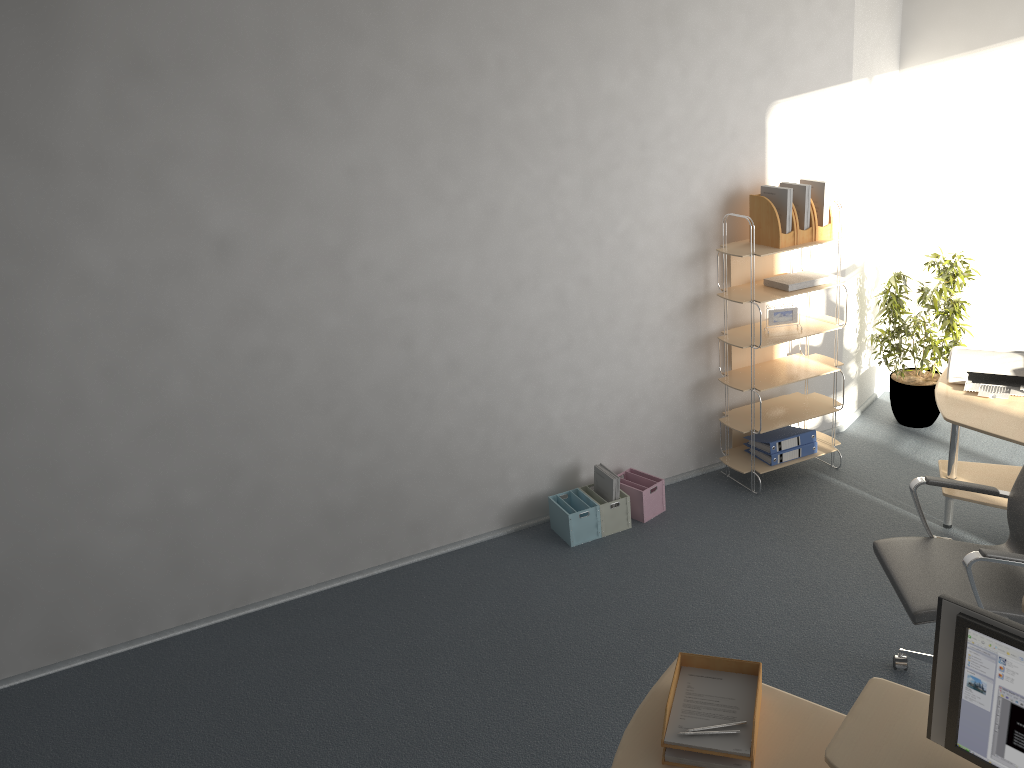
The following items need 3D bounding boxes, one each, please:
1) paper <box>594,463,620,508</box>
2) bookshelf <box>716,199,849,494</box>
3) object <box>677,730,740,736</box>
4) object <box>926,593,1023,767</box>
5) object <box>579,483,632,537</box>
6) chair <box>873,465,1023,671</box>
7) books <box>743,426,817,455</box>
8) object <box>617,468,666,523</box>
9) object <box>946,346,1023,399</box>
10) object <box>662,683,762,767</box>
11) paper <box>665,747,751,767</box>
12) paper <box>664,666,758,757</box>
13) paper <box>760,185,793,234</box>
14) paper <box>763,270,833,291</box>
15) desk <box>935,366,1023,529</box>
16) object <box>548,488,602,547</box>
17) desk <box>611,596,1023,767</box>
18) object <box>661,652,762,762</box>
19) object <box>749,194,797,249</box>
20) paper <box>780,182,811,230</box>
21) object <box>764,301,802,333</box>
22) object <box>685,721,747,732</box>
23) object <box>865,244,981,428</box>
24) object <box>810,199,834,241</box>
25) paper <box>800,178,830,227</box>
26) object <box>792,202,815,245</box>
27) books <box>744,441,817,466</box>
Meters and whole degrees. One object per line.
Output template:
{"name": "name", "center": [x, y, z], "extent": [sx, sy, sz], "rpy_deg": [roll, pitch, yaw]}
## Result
{"name": "paper", "center": [0.515, 0.613, 4.838], "extent": [0.068, 0.306, 0.220], "rpy_deg": [-14, 22, -20]}
{"name": "bookshelf", "center": [1.519, -0.211, 4.997], "extent": [0.724, 1.572, 0.381], "rpy_deg": [-13, 22, -20]}
{"name": "object", "center": [0.497, 0.883, 2.245], "extent": [0.159, 0.009, 0.008], "rpy_deg": [-4, 20, 5]}
{"name": "object", "center": [1.139, 0.682, 1.776], "extent": [0.245, 0.418, 0.516], "rpy_deg": [-16, 22, -25]}
{"name": "object", "center": [0.508, 0.682, 4.858], "extent": [0.185, 0.202, 0.245], "rpy_deg": [-14, 22, -20]}
{"name": "chair", "center": [1.727, 0.695, 3.243], "extent": [0.652, 1.048, 0.584], "rpy_deg": [-3, 20, 7]}
{"name": "books", "center": [1.561, 0.310, 5.181], "extent": [0.320, 0.100, 0.263], "rpy_deg": [-13, 21, -19]}
{"name": "object", "center": [0.702, 0.625, 4.960], "extent": [0.185, 0.202, 0.245], "rpy_deg": [-22, 26, -37]}
{"name": "object", "center": [2.334, -0.057, 4.264], "extent": [0.438, 0.162, 0.351], "rpy_deg": [7, 24, 31]}
{"name": "object", "center": [0.535, 0.891, 2.352], "extent": [0.225, 0.060, 0.309], "rpy_deg": [2, 22, 19]}
{"name": "paper", "center": [0.536, 0.903, 2.356], "extent": [0.210, 0.019, 0.297], "rpy_deg": [2, 22, 19]}
{"name": "paper", "center": [0.531, 0.855, 2.338], "extent": [0.210, 0.010, 0.297], "rpy_deg": [2, 22, 19]}
{"name": "paper", "center": [1.405, -0.898, 4.725], "extent": [0.045, 0.297, 0.213], "rpy_deg": [-14, 22, -22]}
{"name": "paper", "center": [1.576, -0.570, 4.890], "extent": [0.297, 0.046, 0.213], "rpy_deg": [-14, 22, -20]}
{"name": "desk", "center": [2.536, 0.121, 3.820], "extent": [1.469, 1.566, 0.967], "rpy_deg": [11, 26, 39]}
{"name": "object", "center": [0.339, 0.724, 4.794], "extent": [0.185, 0.202, 0.245], "rpy_deg": [-14, 22, -20]}
{"name": "desk", "center": [0.765, 1.030, 1.859], "extent": [1.469, 1.566, 0.967], "rpy_deg": [11, 26, 39]}
{"name": "object", "center": [0.530, 0.838, 2.333], "extent": [0.225, 0.060, 0.309], "rpy_deg": [2, 22, 19]}
{"name": "object", "center": [1.389, -0.875, 4.723], "extent": [0.113, 0.259, 0.243], "rpy_deg": [-14, 22, -22]}
{"name": "paper", "center": [1.518, -0.926, 4.769], "extent": [0.045, 0.297, 0.213], "rpy_deg": [-13, 22, -19]}
{"name": "object", "center": [1.502, -0.372, 4.912], "extent": [0.192, 0.161, 0.077], "rpy_deg": [-7, 20, -2]}
{"name": "object", "center": [0.520, 0.875, 2.262], "extent": [0.159, 0.009, 0.008], "rpy_deg": [-7, 20, -3]}
{"name": "object", "center": [2.569, -0.278, 5.513], "extent": [0.644, 1.147, 0.544], "rpy_deg": [-13, 21, -18]}
{"name": "object", "center": [1.617, -0.928, 4.804], "extent": [0.113, 0.259, 0.243], "rpy_deg": [-12, 21, -17]}
{"name": "paper", "center": [1.634, -0.951, 4.805], "extent": [0.045, 0.297, 0.213], "rpy_deg": [-12, 21, -17]}
{"name": "object", "center": [1.501, -0.903, 4.768], "extent": [0.113, 0.259, 0.243], "rpy_deg": [-13, 22, -19]}
{"name": "books", "center": [1.570, 0.364, 5.192], "extent": [0.320, 0.072, 0.262], "rpy_deg": [-13, 21, -19]}
